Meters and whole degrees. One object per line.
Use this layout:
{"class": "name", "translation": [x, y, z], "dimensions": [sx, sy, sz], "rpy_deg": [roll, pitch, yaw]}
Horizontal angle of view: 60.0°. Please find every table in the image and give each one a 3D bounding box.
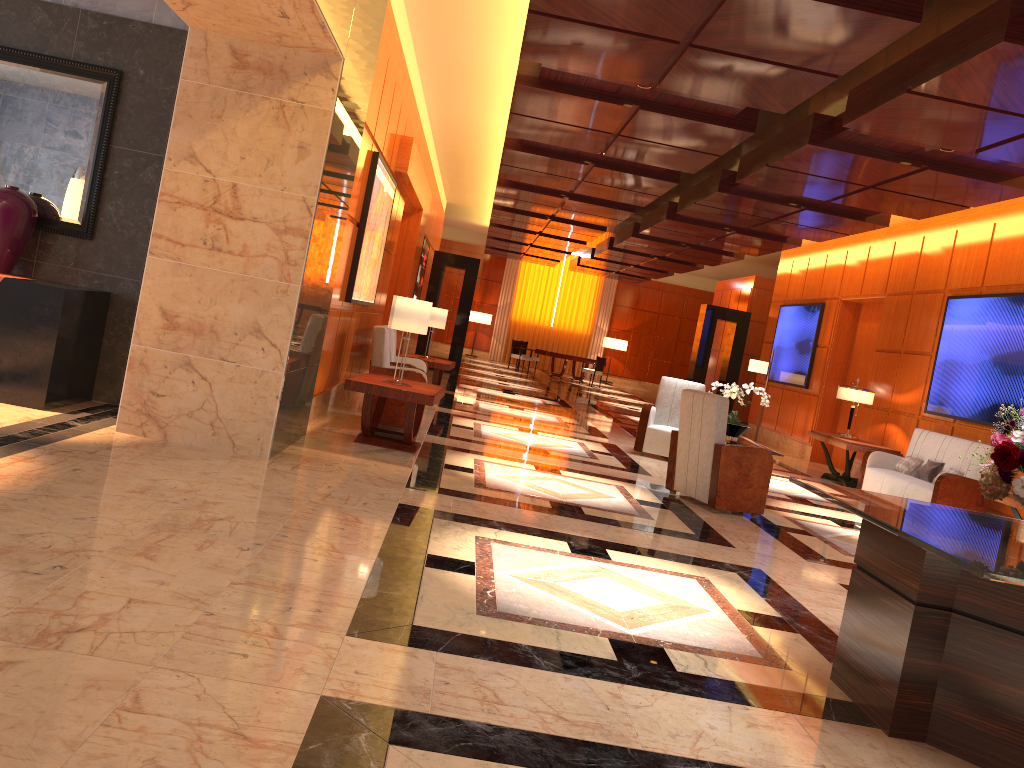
{"class": "table", "translation": [4.396, 1.029, 11.551], "dimensions": [0.725, 0.606, 1.272], "rpy_deg": [11, 3, -3]}
{"class": "table", "translation": [1.666, -0.478, 25.887], "dimensions": [2.100, 0.741, 0.787], "rpy_deg": [9, 3, -32]}
{"class": "table", "translation": [4.587, 1.329, 7.335], "dimensions": [0.725, 0.606, 1.272], "rpy_deg": [11, 3, -3]}
{"class": "table", "translation": [-1.249, -0.101, 12.670], "dimensions": [0.725, 0.533, 1.169], "rpy_deg": [11, 3, 0]}
{"class": "table", "translation": [2.069, 1.009, 3.463], "dimensions": [1.599, 0.744, 1.603], "rpy_deg": [11, 3, -3]}
{"class": "table", "translation": [-1.022, 0.255, 7.667], "dimensions": [0.725, 0.533, 1.169], "rpy_deg": [11, 3, 0]}
{"class": "table", "translation": [2.194, 0.807, 9.205], "dimensions": [0.722, 0.495, 1.562], "rpy_deg": [11, 3, 0]}

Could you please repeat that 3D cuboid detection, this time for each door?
{"class": "door", "translation": [5.224, 0.029, 13.442], "dimensions": [0.340, 2.649, 1.540], "rpy_deg": [11, 2, -3]}
{"class": "door", "translation": [-1.977, -1.342, 13.054], "dimensions": [0.340, 2.649, 1.502], "rpy_deg": [11, 2, -3]}

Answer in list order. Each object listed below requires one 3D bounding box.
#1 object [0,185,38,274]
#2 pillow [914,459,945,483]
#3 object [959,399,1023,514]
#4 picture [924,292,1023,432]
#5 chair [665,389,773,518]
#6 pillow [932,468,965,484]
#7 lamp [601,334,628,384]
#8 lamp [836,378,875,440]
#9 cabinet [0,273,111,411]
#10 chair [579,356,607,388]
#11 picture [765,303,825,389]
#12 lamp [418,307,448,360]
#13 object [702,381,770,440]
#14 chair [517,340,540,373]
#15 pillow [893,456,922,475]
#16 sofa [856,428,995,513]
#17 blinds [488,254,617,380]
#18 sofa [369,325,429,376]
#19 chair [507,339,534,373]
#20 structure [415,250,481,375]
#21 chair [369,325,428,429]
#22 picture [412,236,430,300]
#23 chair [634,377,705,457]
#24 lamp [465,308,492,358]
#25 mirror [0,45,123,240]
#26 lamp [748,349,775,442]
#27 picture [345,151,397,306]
{"class": "object", "translation": [-4.041, -1.206, 6.600], "dimensions": [0.861, 0.651, 0.521], "rpy_deg": [11, 2, -4]}
{"class": "pillow", "translation": [4.646, 0.967, 9.866], "dimensions": [0.160, 0.252, 0.358], "rpy_deg": [11, 3, -7]}
{"class": "object", "translation": [2.200, 0.319, 3.467], "dimensions": [0.649, 0.658, 0.682], "rpy_deg": [10, 2, -12]}
{"class": "picture", "translation": [5.244, -0.283, 9.825], "dimensions": [0.056, 1.450, 2.000], "rpy_deg": [11, 3, -3]}
{"class": "chair", "translation": [1.794, 0.576, 7.686], "dimensions": [0.627, 0.960, 0.740], "rpy_deg": [10, 2, -24]}
{"class": "pillow", "translation": [4.629, 1.006, 9.418], "dimensions": [0.202, 0.229, 0.274], "rpy_deg": [11, 3, -1]}
{"class": "lamp", "translation": [3.371, -0.845, 29.805], "dimensions": [0.814, 1.659, 0.808], "rpy_deg": [12, 2, 37]}
{"class": "lamp", "translation": [4.461, 0.310, 11.599], "dimensions": [0.457, 0.793, 0.460], "rpy_deg": [9, 2, -41]}
{"class": "cabinet", "translation": [-4.268, -0.468, 6.487], "dimensions": [2.189, 0.867, 0.785], "rpy_deg": [11, 2, -3]}
{"class": "chair", "translation": [2.304, -0.368, 25.095], "dimensions": [0.579, 0.893, 0.582], "rpy_deg": [13, 3, 40]}
{"class": "picture", "translation": [4.978, -0.699, 15.677], "dimensions": [0.056, 1.450, 2.000], "rpy_deg": [11, 3, -3]}
{"class": "lamp", "translation": [3.126, 0.395, 7.938], "dimensions": [0.334, 0.734, 13.057], "rpy_deg": [9, 4, -44]}
{"class": "object", "translation": [2.350, 0.264, 9.313], "dimensions": [0.786, 0.617, 0.419], "rpy_deg": [10, 2, -26]}
{"class": "chair", "translation": [0.483, -0.832, 26.878], "dimensions": [0.578, 0.893, 0.583], "rpy_deg": [12, 2, 25]}
{"class": "pillow", "translation": [4.596, 0.939, 10.298], "dimensions": [0.195, 0.227, 0.344], "rpy_deg": [11, 3, 2]}
{"class": "sofa", "translation": [4.571, 0.993, 9.843], "dimensions": [0.612, 0.931, 1.802], "rpy_deg": [11, 3, -3]}
{"class": "blinds", "translation": [1.437, -2.482, 30.300], "dimensions": [3.851, 4.061, 0.149], "rpy_deg": [11, 1, -3]}
{"class": "sofa", "translation": [-1.322, -0.187, 10.450], "dimensions": [0.612, 0.931, 1.802], "rpy_deg": [11, 3, -3]}
{"class": "chair", "translation": [0.223, -0.805, 25.647], "dimensions": [0.578, 0.893, 0.583], "rpy_deg": [12, 2, 35]}
{"class": "structure", "translation": [-1.391, -1.518, 18.945], "dimensions": [0.985, 2.496, 0.501], "rpy_deg": [11, 1, -3]}
{"class": "chair", "translation": [-1.135, -0.064, 8.841], "dimensions": [0.628, 0.960, 0.739], "rpy_deg": [11, 2, -4]}
{"class": "picture", "translation": [-1.836, -2.142, 17.633], "dimensions": [0.056, 1.450, 2.000], "rpy_deg": [11, 3, -3]}
{"class": "chair", "translation": [1.951, 0.420, 10.679], "dimensions": [0.739, 0.960, 0.628], "rpy_deg": [12, 2, 16]}
{"class": "lamp", "translation": [-1.184, -1.714, 29.572], "dimensions": [0.814, 1.659, 0.808], "rpy_deg": [12, 2, 37]}
{"class": "mirror", "translation": [-4.006, -1.933, 6.821], "dimensions": [1.766, 1.337, 0.029], "rpy_deg": [11, 1, -3]}
{"class": "lamp", "translation": [3.987, 0.241, 14.301], "dimensions": [0.526, 1.659, 0.361], "rpy_deg": [11, 1, -13]}
{"class": "picture", "translation": [-1.463, -1.555, 9.384], "dimensions": [0.056, 1.450, 2.000], "rpy_deg": [11, 3, -3]}
